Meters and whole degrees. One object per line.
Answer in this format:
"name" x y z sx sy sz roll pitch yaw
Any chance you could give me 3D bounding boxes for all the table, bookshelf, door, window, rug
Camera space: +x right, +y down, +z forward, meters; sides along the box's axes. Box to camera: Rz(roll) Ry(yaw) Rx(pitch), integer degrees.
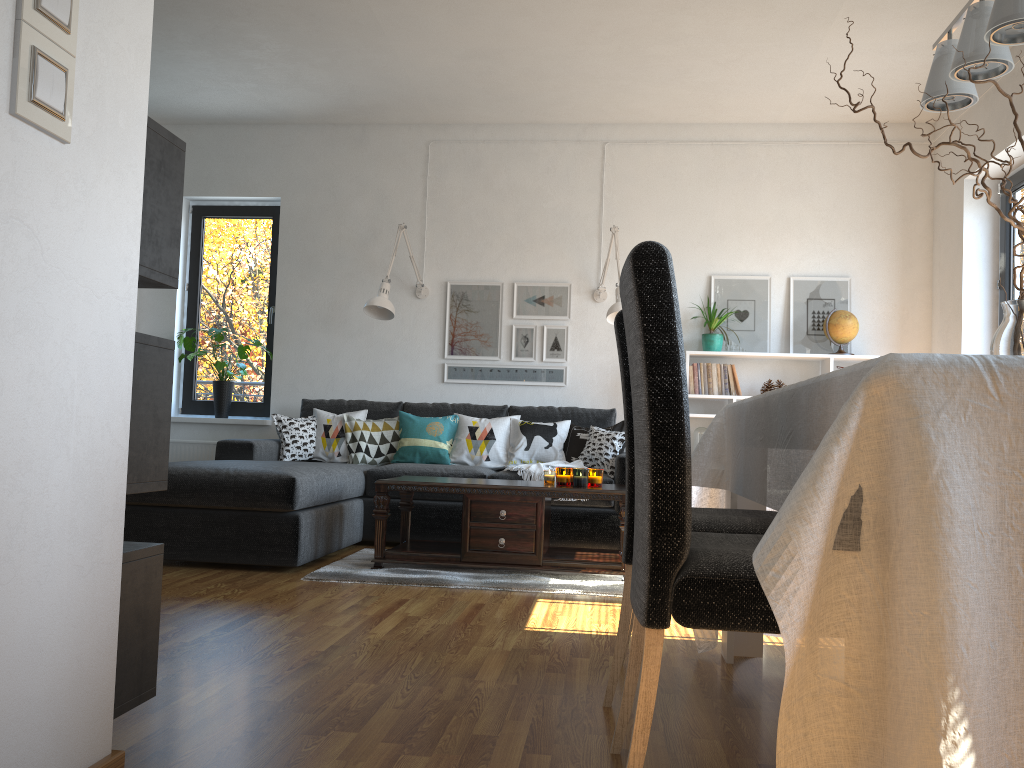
"table" -0.017 0.673 4.211 1.179 0.408 0.570 2 -3 6
"bookshelf" 1.689 0.413 5.669 1.189 1.200 0.238 2 -3 6
"table" 1.013 0.402 1.871 1.235 0.762 1.858 2 -3 7
"bookshelf" -1.280 0.089 1.702 1.189 1.200 0.238 2 -3 6
"door" 2.808 -0.115 4.727 0.119 2.273 0.977 2 -3 6
"window" -5.936 2.315 19.547 13.975 18.358 24.395 1 -3 13
"rug" 0.060 0.880 4.178 1.813 0.034 1.053 2 -4 6

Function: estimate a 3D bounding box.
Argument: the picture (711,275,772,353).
"picture" 1.509 -0.452 5.846 0.390 0.532 0.059 2 -3 6

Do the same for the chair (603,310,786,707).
"chair" 0.530 0.311 2.296 0.544 0.959 0.462 2 -3 11

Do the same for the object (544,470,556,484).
"object" 0.181 0.449 4.281 0.060 0.061 0.060 2 -3 11

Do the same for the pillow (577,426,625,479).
"pillow" 0.545 0.403 5.272 0.170 0.312 0.358 5 -4 -43

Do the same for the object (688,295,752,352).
"object" 1.325 -0.383 5.756 0.424 0.372 0.387 3 -3 -7

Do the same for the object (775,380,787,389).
"object" 1.729 0.032 5.689 0.101 0.125 0.096 1 -3 21

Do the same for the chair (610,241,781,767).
"chair" 0.453 0.266 1.597 0.544 0.959 0.462 2 -3 6

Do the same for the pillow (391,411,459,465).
"pillow" -0.527 0.341 5.552 0.414 0.340 0.273 2 -3 6

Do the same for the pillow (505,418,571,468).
"pillow" 0.163 0.372 5.472 0.382 0.318 0.266 2 -3 6

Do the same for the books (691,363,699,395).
"books" 1.184 -0.028 5.736 0.043 0.205 0.129 2 -3 6

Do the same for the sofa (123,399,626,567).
"sofa" -0.451 0.490 4.890 2.508 0.847 2.165 2 -3 6

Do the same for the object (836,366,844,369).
"object" 2.083 -0.006 5.659 0.134 0.217 0.066 1 -3 21

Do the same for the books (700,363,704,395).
"books" 1.222 -0.028 5.732 0.035 0.209 0.129 2 -3 6

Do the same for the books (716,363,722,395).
"books" 1.327 -0.024 5.722 0.044 0.209 0.133 2 -3 6

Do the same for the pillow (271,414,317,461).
"pillow" -1.322 0.341 5.484 0.160 0.319 0.334 0 -4 42

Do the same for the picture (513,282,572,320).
"picture" 0.207 -0.562 6.016 0.390 0.248 0.021 2 -3 6

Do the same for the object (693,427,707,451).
"object" 1.227 0.378 5.738 0.108 0.197 0.108 1 -3 18

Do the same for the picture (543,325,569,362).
"picture" 0.297 -0.272 5.992 0.166 0.248 0.021 2 -3 6

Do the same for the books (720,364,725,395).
"books" 1.350 -0.021 5.720 0.035 0.204 0.131 2 -3 6

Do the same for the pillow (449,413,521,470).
"pillow" -0.178 0.367 5.516 0.436 0.368 0.285 2 -3 6

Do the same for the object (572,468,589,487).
"object" 0.318 0.433 4.104 0.079 0.081 0.079 2 -3 1

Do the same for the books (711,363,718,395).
"books" 1.300 -0.025 5.726 0.048 0.208 0.135 2 -3 7

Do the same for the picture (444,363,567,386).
"picture" -0.044 -0.065 6.019 0.837 0.136 0.021 2 -3 6

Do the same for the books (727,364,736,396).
"books" 1.408 -0.022 5.715 0.061 0.211 0.128 2 -3 7

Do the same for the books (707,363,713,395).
"books" 1.271 -0.027 5.723 0.044 0.210 0.133 2 -3 7

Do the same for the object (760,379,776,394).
"object" 1.649 0.029 5.700 0.095 0.127 0.102 4 -4 -38

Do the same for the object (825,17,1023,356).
"object" 1.001 -0.374 1.805 0.615 0.784 0.403 3 -3 -19

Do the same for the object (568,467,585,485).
"object" 0.305 0.440 4.229 0.079 0.081 0.079 2 -3 1

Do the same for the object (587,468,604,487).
"object" 0.391 0.441 4.179 0.079 0.081 0.079 2 -3 1

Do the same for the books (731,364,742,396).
"books" 1.440 -0.021 5.708 0.070 0.204 0.132 2 -3 7

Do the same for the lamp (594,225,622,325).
"lamp" 0.670 -0.684 5.647 0.200 0.669 0.698 2 -3 -3

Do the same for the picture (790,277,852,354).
"picture" 2.015 -0.437 5.790 0.390 0.532 0.059 2 -3 6

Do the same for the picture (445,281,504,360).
"picture" -0.257 -0.434 6.056 0.390 0.534 0.013 2 -3 6

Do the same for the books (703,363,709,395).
"books" 1.245 -0.026 5.730 0.044 0.209 0.136 2 -3 7

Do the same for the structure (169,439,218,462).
"structure" -2.005 0.628 6.159 0.817 0.459 0.076 2 -3 4

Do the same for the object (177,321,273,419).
"object" -2.021 -0.101 6.151 0.657 0.674 0.448 2 -3 -3

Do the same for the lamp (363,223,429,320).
"lamp" -0.754 -0.727 5.804 0.200 0.669 0.698 1 -3 16

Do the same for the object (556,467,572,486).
"object" 0.243 0.434 4.166 0.079 0.081 0.079 2 -3 1

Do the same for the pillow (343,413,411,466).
"pillow" -0.853 0.357 5.596 0.454 0.362 0.242 4 -3 -27

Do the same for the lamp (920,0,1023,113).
"lamp" 1.070 -1.349 1.935 0.131 1.283 0.760 2 -3 6

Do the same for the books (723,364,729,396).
"books" 1.372 -0.023 5.719 0.044 0.208 0.133 2 -3 7

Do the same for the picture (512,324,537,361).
"picture" 0.085 -0.279 6.015 0.166 0.248 0.021 2 -3 6

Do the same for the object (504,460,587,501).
"object" 0.192 0.537 5.073 0.488 0.212 0.606 2 -3 2

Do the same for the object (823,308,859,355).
"object" 2.101 -0.327 5.664 0.217 0.305 0.216 1 -3 23

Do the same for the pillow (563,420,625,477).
"pillow" 0.509 0.397 5.457 0.449 0.358 0.234 0 -4 32

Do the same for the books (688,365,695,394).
"books" 1.156 -0.021 5.734 0.047 0.191 0.124 2 -3 6

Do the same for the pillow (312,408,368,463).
"pillow" -1.094 0.326 5.551 0.360 0.344 0.173 2 -3 6

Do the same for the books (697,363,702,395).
"books" 1.206 -0.026 5.735 0.033 0.210 0.136 2 -3 7
